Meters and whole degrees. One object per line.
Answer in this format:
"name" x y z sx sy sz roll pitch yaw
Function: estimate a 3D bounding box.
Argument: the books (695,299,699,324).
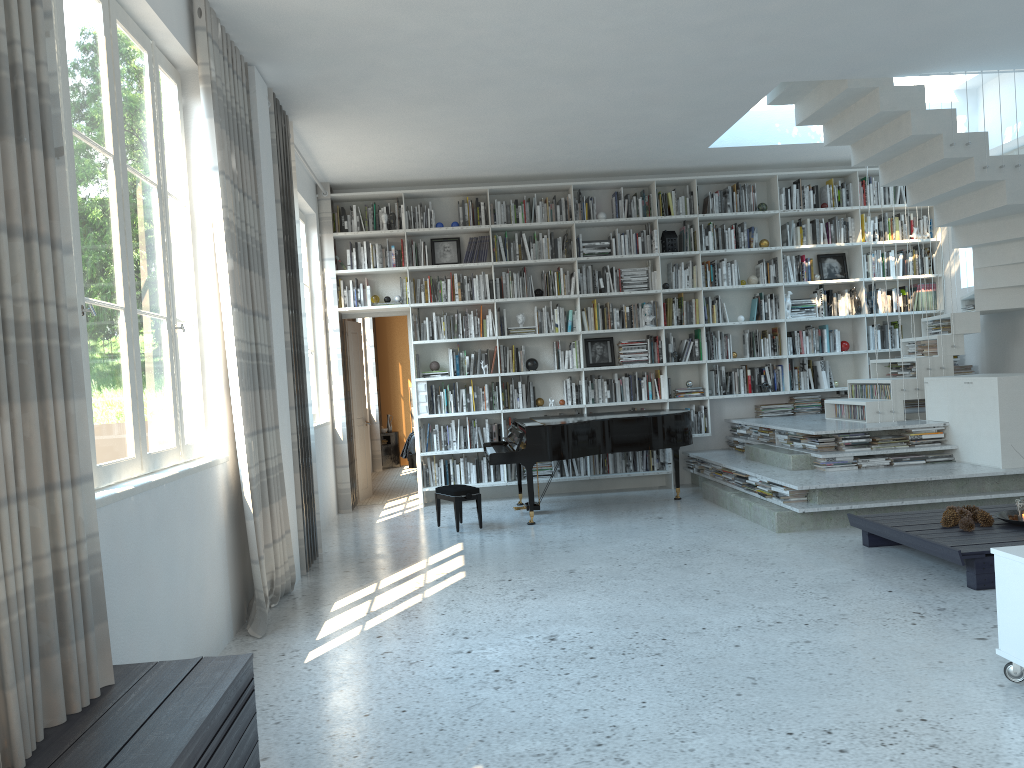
"books" 1.894 -0.738 9.154 0.033 0.269 0.141 -4 1 -4

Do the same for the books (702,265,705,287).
"books" 1.957 -1.099 9.155 0.030 0.242 0.138 -4 1 -4

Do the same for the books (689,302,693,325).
"books" 1.834 -0.720 9.143 0.028 0.239 0.145 -4 1 -4

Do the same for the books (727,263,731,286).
"books" 2.216 -1.116 9.150 0.025 0.245 0.183 -4 1 -4

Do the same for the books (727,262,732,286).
"books" 2.239 -1.126 9.172 0.024 0.262 0.133 -4 1 -4

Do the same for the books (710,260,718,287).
"books" 2.081 -1.126 9.133 0.014 0.280 0.177 -4 1 -4

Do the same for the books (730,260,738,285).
"books" 2.285 -1.134 9.150 0.024 0.272 0.169 -4 1 -4

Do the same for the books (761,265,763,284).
"books" 2.568 -1.119 9.191 0.005 0.205 0.154 -4 1 -4

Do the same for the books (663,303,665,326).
"books" 1.546 -0.704 9.128 0.014 0.244 0.145 -4 1 -4

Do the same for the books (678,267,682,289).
"books" 1.714 -1.079 9.122 0.023 0.236 0.178 -4 1 -4

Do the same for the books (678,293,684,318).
"books" 1.740 -0.763 9.129 0.021 0.338 0.169 -4 1 -4

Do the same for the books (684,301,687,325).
"books" 1.761 -0.722 9.135 0.033 0.253 0.174 -4 1 -4

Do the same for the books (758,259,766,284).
"books" 2.589 -1.151 9.178 0.015 0.267 0.164 -4 1 -4

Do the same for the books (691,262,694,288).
"books" 1.837 -1.108 9.130 0.025 0.277 0.173 -4 1 -4

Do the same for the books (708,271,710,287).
"books" 2.013 -1.070 9.150 0.021 0.179 0.136 -4 1 -4

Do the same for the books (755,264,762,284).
"books" 2.557 -1.126 9.194 0.015 0.220 0.140 -4 1 -4

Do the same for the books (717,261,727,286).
"books" 2.162 -1.122 9.136 0.030 0.263 0.182 -4 1 -4

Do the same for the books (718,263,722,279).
"books" 2.140 -1.118 9.159 0.011 0.257 0.131 -4 1 -4

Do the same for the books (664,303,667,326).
"books" 1.560 -0.707 9.140 0.013 0.247 0.176 -4 1 -4

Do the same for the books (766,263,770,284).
"books" 2.632 -1.134 9.195 0.016 0.228 0.160 -4 1 -4

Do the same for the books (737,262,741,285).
"books" 2.323 -1.127 9.176 0.034 0.254 0.161 -4 1 -4

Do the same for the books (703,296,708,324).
"books" 1.970 -0.753 9.139 0.035 0.288 0.191 -4 1 -4

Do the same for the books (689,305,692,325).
"books" 1.811 -0.701 9.122 0.034 0.204 0.181 -4 1 -4

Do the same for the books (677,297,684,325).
"books" 1.730 -0.740 9.110 0.019 0.293 0.182 -4 1 -4

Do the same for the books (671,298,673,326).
"books" 1.627 -0.734 9.129 0.035 0.293 0.145 -4 1 -4

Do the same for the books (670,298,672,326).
"books" 1.616 -0.733 9.113 0.035 0.293 0.145 -4 1 -4

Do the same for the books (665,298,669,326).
"books" 1.590 -0.731 9.115 0.035 0.293 0.145 -4 1 -4

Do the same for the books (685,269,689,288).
"books" 1.788 -1.071 9.121 0.029 0.211 0.157 -4 1 -4

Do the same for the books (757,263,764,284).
"books" 2.576 -1.133 9.190 0.012 0.232 0.154 -4 1 -4

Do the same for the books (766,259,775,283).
"books" 2.674 -1.151 9.181 0.016 0.257 0.175 -4 1 -4

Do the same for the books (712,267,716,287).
"books" 2.062 -1.092 9.152 0.026 0.216 0.161 -4 1 -4

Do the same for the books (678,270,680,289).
"books" 1.699 -1.064 9.127 0.023 0.207 0.171 -4 1 -4

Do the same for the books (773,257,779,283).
"books" 2.720 -1.165 9.180 0.005 0.278 0.182 -4 1 -4

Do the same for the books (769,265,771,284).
"books" 2.647 -1.125 9.201 0.012 0.206 0.137 -4 1 -4

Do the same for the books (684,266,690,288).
"books" 1.805 -1.084 9.129 0.024 0.234 0.149 -4 1 -4

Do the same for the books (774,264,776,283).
"books" 2.689 -1.126 9.181 0.013 0.204 0.173 -4 1 -4

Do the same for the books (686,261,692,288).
"books" 1.821 -1.115 9.131 0.028 0.293 0.154 -4 1 -4

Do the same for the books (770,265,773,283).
"books" 2.660 -1.123 9.190 0.013 0.202 0.173 -4 1 -4

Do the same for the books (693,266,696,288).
"books" 1.856 -1.085 9.116 0.028 0.230 0.176 -4 1 -4

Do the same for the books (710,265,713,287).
"books" 2.042 -1.101 9.149 0.013 0.236 0.157 -4 1 -4

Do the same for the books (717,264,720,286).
"books" 2.100 -1.105 9.141 0.022 0.237 0.164 -4 1 -4

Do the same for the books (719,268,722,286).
"books" 2.124 -1.085 9.152 0.025 0.194 0.171 -4 1 -4

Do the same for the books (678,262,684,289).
"books" 1.731 -1.100 9.102 0.028 0.275 0.186 -4 1 -4

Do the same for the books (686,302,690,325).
"books" 1.786 -0.718 9.112 0.027 0.242 0.188 -4 1 -4

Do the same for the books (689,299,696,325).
"books" 1.857 -0.735 9.139 0.032 0.266 0.143 -4 1 -4

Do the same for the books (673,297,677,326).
"books" 1.665 -0.737 9.119 0.019 0.294 0.163 -4 1 -4

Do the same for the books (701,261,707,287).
"books" 1.978 -1.118 9.151 0.014 0.278 0.154 -4 1 -4

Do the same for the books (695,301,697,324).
"books" 1.875 -0.727 9.155 0.019 0.248 0.149 -4 1 -4

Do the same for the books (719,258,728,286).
"books" 2.188 -1.140 9.163 0.027 0.295 0.159 -4 1 -4

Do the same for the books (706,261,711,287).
"books" 2.026 -1.124 9.167 0.014 0.284 0.135 -4 1 -4

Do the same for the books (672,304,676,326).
"books" 1.650 -0.705 9.122 0.015 0.232 0.180 -4 1 -4

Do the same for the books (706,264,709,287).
"books" 1.994 -1.104 9.136 0.014 0.248 0.176 -4 1 -4

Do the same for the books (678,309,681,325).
"books" 1.711 -0.683 9.149 0.030 0.181 0.131 -4 1 -4

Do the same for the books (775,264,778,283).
"books" 2.713 -1.128 9.187 0.012 0.206 0.169 -4 1 -4

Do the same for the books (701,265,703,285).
"books" 1.917 -1.101 9.128 0.028 0.251 0.190 -4 1 -4

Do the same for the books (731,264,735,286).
"books" 2.263 -1.113 9.160 0.021 0.232 0.183 -4 1 -4

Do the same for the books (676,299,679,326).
"books" 1.683 -0.730 9.144 0.035 0.278 0.139 -4 1 -4

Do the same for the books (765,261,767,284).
"books" 2.604 -1.141 9.191 0.016 0.244 0.151 -4 1 -4

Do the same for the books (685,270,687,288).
"books" 1.767 -1.063 9.119 0.027 0.196 0.185 -4 1 -4
